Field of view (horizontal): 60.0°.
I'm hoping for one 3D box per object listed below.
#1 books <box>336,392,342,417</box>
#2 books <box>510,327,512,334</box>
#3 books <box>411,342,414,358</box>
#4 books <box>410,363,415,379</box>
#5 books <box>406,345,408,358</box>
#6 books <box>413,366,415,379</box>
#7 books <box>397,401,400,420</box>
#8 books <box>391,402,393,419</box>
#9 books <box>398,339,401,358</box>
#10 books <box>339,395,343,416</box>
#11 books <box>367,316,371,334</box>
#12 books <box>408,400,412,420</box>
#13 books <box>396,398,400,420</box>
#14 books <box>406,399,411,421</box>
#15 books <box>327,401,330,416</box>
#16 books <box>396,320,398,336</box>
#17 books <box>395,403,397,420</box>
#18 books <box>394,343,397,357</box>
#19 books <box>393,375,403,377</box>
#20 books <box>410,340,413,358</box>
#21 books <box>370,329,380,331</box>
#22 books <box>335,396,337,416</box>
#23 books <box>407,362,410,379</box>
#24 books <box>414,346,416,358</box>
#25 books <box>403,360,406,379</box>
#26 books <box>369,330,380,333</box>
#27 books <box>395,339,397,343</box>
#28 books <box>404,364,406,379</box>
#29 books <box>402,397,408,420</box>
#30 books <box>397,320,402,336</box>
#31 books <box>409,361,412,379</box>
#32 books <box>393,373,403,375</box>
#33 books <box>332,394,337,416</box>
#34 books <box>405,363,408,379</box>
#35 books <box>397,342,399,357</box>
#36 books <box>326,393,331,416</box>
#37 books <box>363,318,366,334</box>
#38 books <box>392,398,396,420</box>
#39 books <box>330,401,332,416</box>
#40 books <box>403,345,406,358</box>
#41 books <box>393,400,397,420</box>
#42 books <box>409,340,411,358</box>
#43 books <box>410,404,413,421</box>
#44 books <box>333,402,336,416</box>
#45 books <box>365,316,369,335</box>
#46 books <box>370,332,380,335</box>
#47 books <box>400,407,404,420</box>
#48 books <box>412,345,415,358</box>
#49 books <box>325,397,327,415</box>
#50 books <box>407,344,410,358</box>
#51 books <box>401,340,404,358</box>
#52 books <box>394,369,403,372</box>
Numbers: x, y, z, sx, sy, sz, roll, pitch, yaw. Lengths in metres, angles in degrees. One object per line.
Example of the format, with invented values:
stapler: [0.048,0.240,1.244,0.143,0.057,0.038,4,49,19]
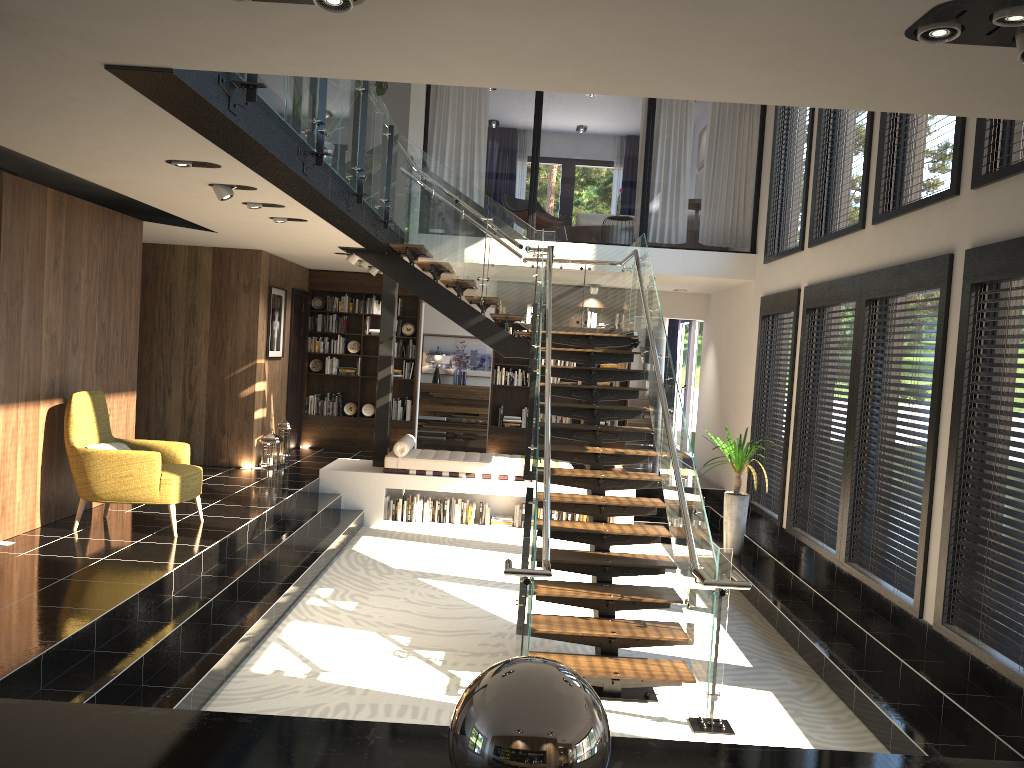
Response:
books: [-2.635,0.310,13.497,0.019,0.357,0.234,4,3,0]
books: [-0.023,-0.736,13.458,0.034,0.245,0.127,4,3,0]
books: [-1.507,-0.513,13.462,0.018,0.246,0.144,4,3,0]
books: [-1.514,-0.200,13.474,0.047,0.253,0.210,4,3,0]
books: [-1.586,-0.490,13.463,0.026,0.190,0.121,4,3,0]
books: [-1.481,-0.174,13.505,0.021,0.204,0.169,4,3,0]
books: [-1.717,0.398,13.510,0.018,0.292,0.191,4,3,0]
books: [-1.819,0.408,13.535,0.025,0.260,0.114,4,3,0]
books: [-1.691,-0.540,13.452,0.037,0.277,0.179,4,3,0]
books: [-2.605,0.331,13.521,0.042,0.316,0.193,4,3,0]
books: [-2.178,-0.892,13.491,0.016,0.278,0.209,4,3,0]
books: [-1.550,0.402,13.511,0.029,0.307,0.149,4,3,0]
books: [-1.733,0.378,13.509,0.016,0.332,0.195,4,3,0]
books: [-1.581,0.395,13.517,0.035,0.315,0.168,4,3,0]
books: [-2.777,0.367,13.544,0.034,0.223,0.208,4,2,0]
books: [-1.751,-0.846,13.489,0.047,0.238,0.225,4,2,0]
books: [-1.755,0.417,13.530,0.022,0.250,0.144,4,3,0]
books: [-1.754,-0.515,13.446,0.027,0.219,0.139,4,3,0]
books: [-1.796,-0.127,13.504,0.271,0.028,0.174,3,2,-4]
books: [-1.524,-0.530,13.439,0.016,0.278,0.201,4,3,0]
books: [-2.024,-0.818,13.512,0.264,0.021,0.189,3,2,-2]
books: [-2.659,0.334,13.521,0.027,0.304,0.204,4,3,0]
books: [-1.569,-0.207,13.526,0.038,0.257,0.138,4,3,0]
books: [-1.464,-0.485,13.440,0.026,0.196,0.169,4,2,0]
books: [-1.633,-0.221,13.493,0.014,0.279,0.202,4,3,0]
books: [-2.025,-0.792,13.505,0.266,0.030,0.209,4,2,1]
books: [-1.776,-0.547,13.455,0.020,0.281,0.153,4,3,0]
books: [-1.615,-0.194,13.518,0.024,0.226,0.141,4,3,0]
books: [-1.630,0.373,13.512,0.065,0.354,0.164,4,3,0]
books: [-1.710,-0.849,13.473,0.035,0.251,0.196,4,3,0]
books: [-1.544,-0.209,13.479,0.013,0.267,0.177,4,3,0]
books: [-1.794,-0.156,13.512,0.263,0.030,0.159,3,2,-3]
books: [-2.713,0.322,13.521,0.016,0.322,0.218,4,3,0]
books: [-1.596,-0.202,13.485,0.014,0.247,0.192,4,3,0]
books: [-1.726,-0.524,13.469,0.030,0.239,0.146,4,3,0]
books: [-2.798,0.308,13.503,0.016,0.341,0.217,4,3,0]
books: [-2.228,-0.878,13.513,0.028,0.243,0.194,4,3,0]
books: [-1.799,0.379,13.509,0.012,0.322,0.177,4,3,0]
books: [-2.742,0.369,13.543,0.036,0.223,0.173,4,3,0]
books: [-1.629,-0.497,13.473,0.060,0.196,0.119,4,3,0]
books: [-1.779,0.398,13.514,0.029,0.286,0.137,4,3,0]
books: [-1.541,-0.532,13.458,0.018,0.278,0.114,4,3,0]
books: [-1.523,0.433,13.522,0.029,0.247,0.139,4,3,0]
books: [-2.692,0.379,13.543,0.033,0.209,0.191,4,2,0]
books: [-2.200,-0.894,13.486,0.027,0.279,0.166,4,3,0]
books: [-2.027,-0.761,13.520,0.239,0.033,0.176,3,2,-3]
books: [-1.684,0.448,13.543,0.032,0.195,0.134,4,3,0]
books: [-1.488,-0.489,13.456,0.023,0.200,0.120,4,3,0]
books: [-2.816,0.336,13.521,0.017,0.282,0.232,4,3,0]
books: [-1.562,-0.498,13.444,0.020,0.209,0.147,4,3,0]
books: [-1.665,-0.531,13.445,0.016,0.262,0.155,4,3,0]
books: [-1.791,-0.205,13.524,0.239,0.031,0.146,4,2,0]
